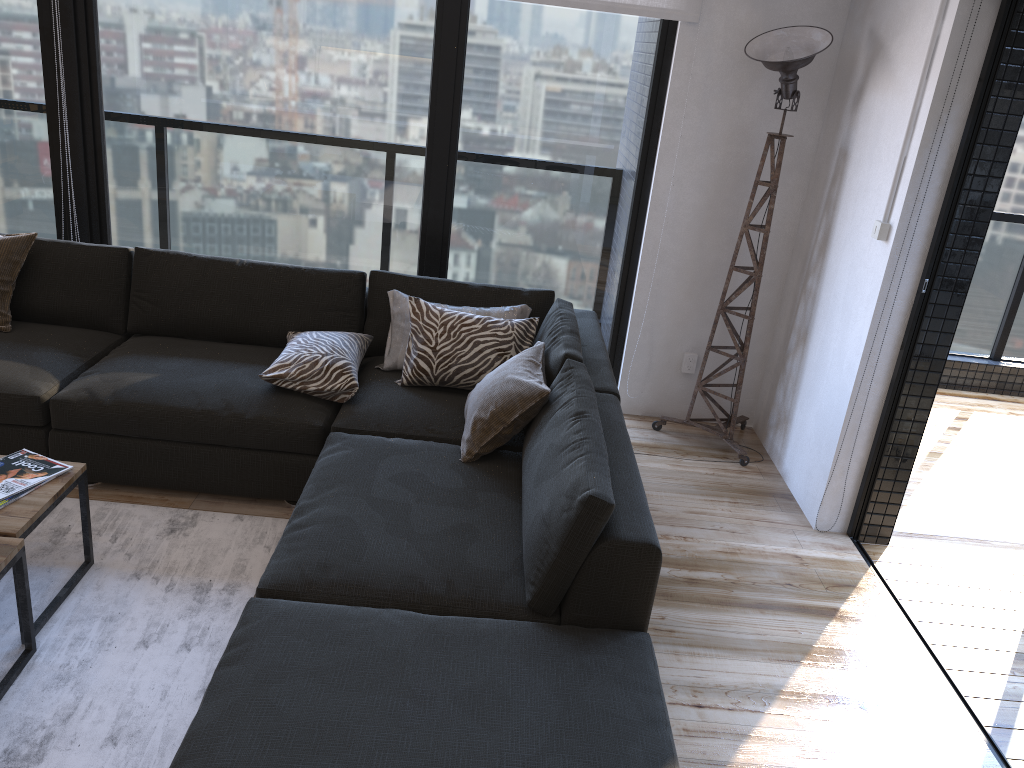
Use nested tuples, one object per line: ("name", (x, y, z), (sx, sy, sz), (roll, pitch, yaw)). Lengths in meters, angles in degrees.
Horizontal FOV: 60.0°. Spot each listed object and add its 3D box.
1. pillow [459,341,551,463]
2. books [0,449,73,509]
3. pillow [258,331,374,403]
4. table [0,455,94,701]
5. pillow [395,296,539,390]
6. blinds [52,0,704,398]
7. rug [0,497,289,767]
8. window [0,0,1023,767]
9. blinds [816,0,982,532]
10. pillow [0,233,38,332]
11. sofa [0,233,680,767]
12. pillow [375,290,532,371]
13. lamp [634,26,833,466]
("pillow", (-0.024, 0.052, 3.059), (0.273, 0.311, 0.544), (6, 22, -3))
("books", (-1.418, 0.265, 2.491), (0.228, 0.013, 0.293), (14, 22, 17))
("pillow", (-0.739, -0.089, 3.414), (0.356, 0.178, 0.528), (5, 22, -4))
("table", (-1.587, 0.602, 2.085), (0.697, 0.352, 1.291), (6, 21, -2))
("pillow", (-0.165, -0.139, 3.418), (0.531, 0.316, 0.249), (7, 22, 2))
("blinds", (-1.905, -1.149, 3.812), (5.369, 2.055, 0.095), (6, 22, -2))
("rug", (-1.601, 0.779, 2.117), (1.637, 0.003, 2.102), (6, 21, -2))
("window", (-1.972, -1.915, 1.726), (13.398, 5.597, 5.633), (6, 22, -2))
("blinds", (2.058, 0.425, 1.303), (3.848, 2.063, 1.825), (25, 28, 38))
("pillow", (-2.224, -0.437, 3.510), (0.609, 0.384, 0.263), (6, 22, -2))
("sofa", (-1.150, 0.269, 2.588), (3.044, 0.704, 2.983), (6, 21, -2))
("pillow", (-0.231, -0.181, 3.569), (0.611, 0.295, 0.233), (6, 22, -2))
("lamp", (0.596, -0.550, 3.651), (1.468, 1.837, 0.423), (0, 23, -16))
